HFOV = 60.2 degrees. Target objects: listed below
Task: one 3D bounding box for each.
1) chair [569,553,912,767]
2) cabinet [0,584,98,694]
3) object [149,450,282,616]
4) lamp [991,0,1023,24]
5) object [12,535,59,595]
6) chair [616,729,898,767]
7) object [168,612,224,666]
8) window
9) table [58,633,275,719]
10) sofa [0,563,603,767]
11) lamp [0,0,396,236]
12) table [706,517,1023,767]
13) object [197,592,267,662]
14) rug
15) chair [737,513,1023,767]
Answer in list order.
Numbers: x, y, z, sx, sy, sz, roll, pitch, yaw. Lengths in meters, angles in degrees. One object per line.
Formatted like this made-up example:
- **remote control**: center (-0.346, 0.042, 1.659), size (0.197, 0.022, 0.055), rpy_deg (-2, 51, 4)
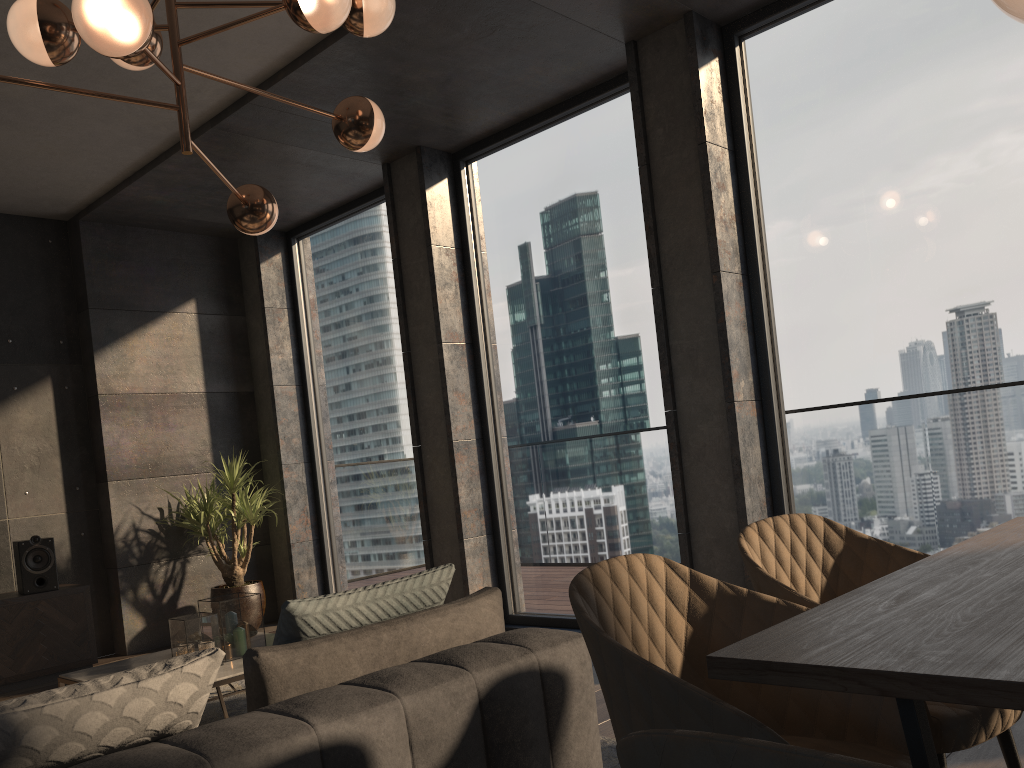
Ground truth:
- **chair**: center (0.426, 0.713, 1.532), size (0.513, 0.836, 0.553), rpy_deg (-7, -2, 38)
- **cabinet**: center (-3.649, 1.596, 4.902), size (0.544, 0.550, 2.400), rpy_deg (-8, -5, 43)
- **object**: center (-2.083, 1.142, 6.312), size (0.949, 1.359, 1.028), rpy_deg (-6, -2, -16)
- **lamp**: center (0.645, -1.225, 1.106), size (0.240, 1.543, 0.238), rpy_deg (-6, 0, 19)
- **object**: center (-2.987, 1.124, 5.537), size (0.197, 0.354, 0.250), rpy_deg (-5, -2, -37)
- **chair**: center (0.414, 0.644, 0.735), size (0.508, 0.836, 0.558), rpy_deg (-5, -2, -42)
- **object**: center (-1.329, 1.084, 3.712), size (0.150, 0.220, 0.148), rpy_deg (-8, -2, 43)
- **window**: center (1.041, -0.192, 4.381), size (7.312, 2.997, 0.198), rpy_deg (-10, -3, 43)
- **table**: center (-1.335, 1.369, 3.913), size (0.936, 0.308, 0.927), rpy_deg (-10, -6, 43)
- **sofa**: center (-1.478, 1.036, 2.556), size (2.929, 0.783, 2.017), rpy_deg (-11, -6, 43)
- **lamp**: center (-0.908, -1.171, 2.680), size (1.018, 1.037, 1.463), rpy_deg (-7, -3, 19)
- **table**: center (1.065, 0.664, 1.384), size (0.773, 0.768, 1.462), rpy_deg (-8, -4, 43)
- **object**: center (-1.238, 1.071, 3.908), size (0.198, 0.261, 0.198), rpy_deg (-8, -2, 43)
- **rug**: center (-1.175, 1.470, 3.445), size (3.164, 0.020, 1.724), rpy_deg (-11, -7, 43)
- **chair**: center (0.842, 0.707, 1.979), size (0.553, 0.836, 0.513), rpy_deg (-5, -2, -37)
